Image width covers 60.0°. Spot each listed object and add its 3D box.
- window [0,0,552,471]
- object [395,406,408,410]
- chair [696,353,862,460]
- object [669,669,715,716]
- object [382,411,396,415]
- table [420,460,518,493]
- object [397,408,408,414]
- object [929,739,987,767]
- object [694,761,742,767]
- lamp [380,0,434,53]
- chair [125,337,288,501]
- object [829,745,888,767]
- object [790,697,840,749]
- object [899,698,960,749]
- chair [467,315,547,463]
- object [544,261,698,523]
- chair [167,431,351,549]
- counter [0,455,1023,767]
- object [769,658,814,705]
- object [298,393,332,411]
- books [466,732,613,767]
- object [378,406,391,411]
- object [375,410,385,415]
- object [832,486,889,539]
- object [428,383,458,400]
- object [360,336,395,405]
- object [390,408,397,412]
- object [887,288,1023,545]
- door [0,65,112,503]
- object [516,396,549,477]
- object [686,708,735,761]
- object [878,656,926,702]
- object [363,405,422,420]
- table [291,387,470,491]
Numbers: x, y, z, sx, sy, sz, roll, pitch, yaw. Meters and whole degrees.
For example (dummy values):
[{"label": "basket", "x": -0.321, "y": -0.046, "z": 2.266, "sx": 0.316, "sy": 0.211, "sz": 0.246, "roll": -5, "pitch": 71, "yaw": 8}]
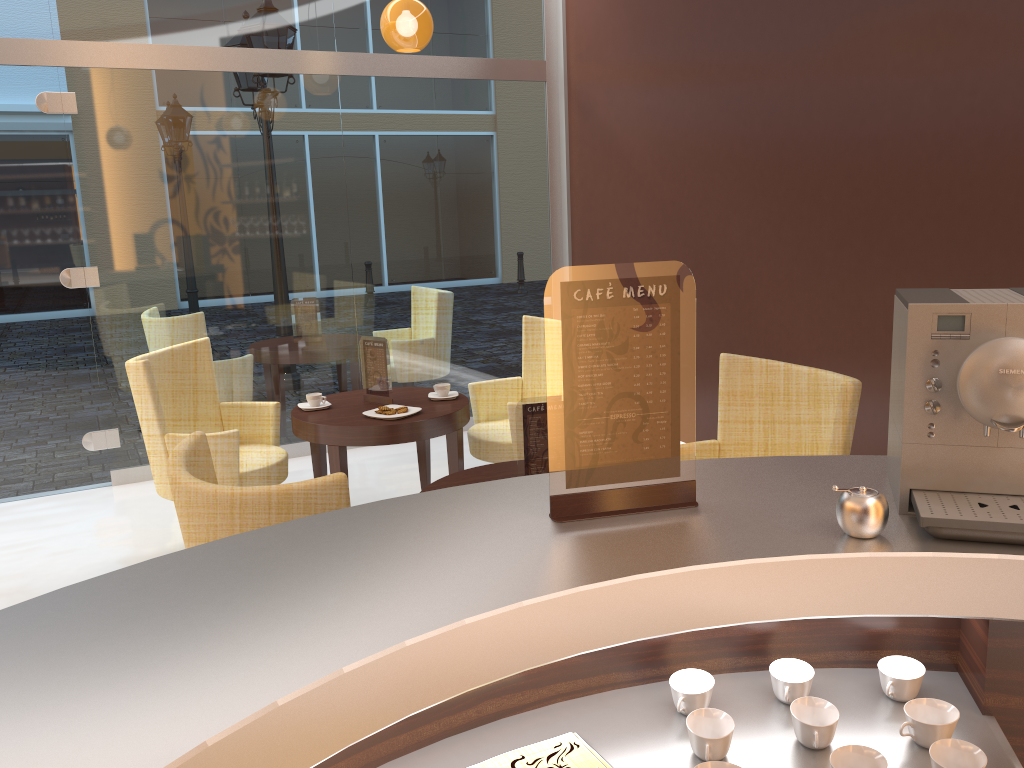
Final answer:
[{"label": "window", "x": -3.304, "y": -0.980, "z": 4.859, "sx": 8.200, "sy": 3.380, "sz": 0.040, "roll": -8, "pitch": 12, "yaw": -26}, {"label": "object", "x": -0.524, "y": 0.116, "z": 4.197, "sx": 0.051, "sy": 0.018, "sz": 0.054, "roll": -8, "pitch": 13, "yaw": -27}, {"label": "chair", "x": 0.859, "y": 0.447, "z": 3.233, "sx": 0.685, "sy": 1.017, "sz": 0.729, "roll": -6, "pitch": 12, "yaw": -19}, {"label": "object", "x": 0.284, "y": 0.491, "z": 1.391, "sx": 0.073, "sy": 0.050, "sz": 0.086, "roll": -3, "pitch": 11, "yaw": -5}, {"label": "object", "x": -0.571, "y": 0.135, "z": 4.123, "sx": 0.053, "sy": 0.014, "sz": 0.055, "roll": -13, "pitch": 15, "yaw": -42}, {"label": "table", "x": 0.128, "y": 0.699, "z": 2.977, "sx": 0.872, "sy": 0.679, "sz": 0.874, "roll": 2, "pitch": 12, "yaw": 20}, {"label": "object", "x": -0.513, "y": 0.126, "z": 4.153, "sx": 0.052, "sy": 0.018, "sz": 0.055, "roll": -3, "pitch": 11, "yaw": -2}, {"label": "object", "x": 0.595, "y": 0.520, "z": 1.183, "sx": 0.073, "sy": 0.050, "sz": 0.086, "roll": -1, "pitch": 11, "yaw": 6}, {"label": "object", "x": 0.280, "y": 0.536, "z": 1.163, "sx": 0.086, "sy": 0.050, "sz": 0.073, "roll": -5, "pitch": 12, "yaw": -15}, {"label": "lamp", "x": -0.614, "y": -2.615, "z": 4.859, "sx": 0.299, "sy": 1.500, "sz": 0.299, "roll": 5, "pitch": 13, "yaw": 31}, {"label": "chair", "x": -1.445, "y": 0.322, "z": 4.314, "sx": 0.685, "sy": 1.017, "sz": 0.729, "roll": -1, "pitch": 11, "yaw": 6}, {"label": "object", "x": 0.460, "y": 0.526, "z": 1.179, "sx": 0.073, "sy": 0.050, "sz": 0.086, "roll": 2, "pitch": 12, "yaw": 18}, {"label": "object", "x": 0.445, "y": 0.503, "z": 1.297, "sx": 0.073, "sy": 0.050, "sz": 0.086, "roll": -7, "pitch": 12, "yaw": -21}, {"label": "object", "x": 0.607, "y": 0.499, "z": 1.286, "sx": 0.073, "sy": 0.050, "sz": 0.086, "roll": 5, "pitch": 13, "yaw": 31}, {"label": "chair", "x": 0.101, "y": 0.185, "z": 4.700, "sx": 0.685, "sy": 1.017, "sz": 0.729, "roll": -7, "pitch": 12, "yaw": -23}, {"label": "object", "x": 0.182, "y": 0.010, "z": 1.459, "sx": 0.258, "sy": 0.414, "sz": 0.052, "roll": -5, "pitch": 11, "yaw": -12}, {"label": "chair", "x": -0.545, "y": 0.648, "z": 2.492, "sx": 0.729, "sy": 1.017, "sz": 0.685, "roll": 8, "pitch": 15, "yaw": 41}, {"label": "counter", "x": -0.132, "y": 0.951, "z": 0.671, "sx": 1.586, "sy": 1.100, "sz": 2.917, "roll": 2, "pitch": 12, "yaw": 18}, {"label": "object", "x": 0.447, "y": 0.480, "z": 1.412, "sx": 0.073, "sy": 0.050, "sz": 0.086, "roll": -4, "pitch": 11, "yaw": -11}, {"label": "object", "x": -0.973, "y": 0.085, "z": 4.365, "sx": 0.153, "sy": 0.069, "sz": 0.153, "roll": -8, "pitch": 12, "yaw": -25}, {"label": "books", "x": 0.053, "y": 0.553, "z": 1.230, "sx": 0.193, "sy": 0.009, "sz": 0.189, "roll": -8, "pitch": 13, "yaw": -27}, {"label": "object", "x": -0.603, "y": 0.117, "z": 4.182, "sx": 0.052, "sy": 0.016, "sz": 0.055, "roll": -8, "pitch": 13, "yaw": -26}, {"label": "object", "x": -0.609, "y": 0.132, "z": 4.149, "sx": 0.054, "sy": 0.018, "sz": 0.051, "roll": 2, "pitch": 12, "yaw": 21}, {"label": "object", "x": 0.531, "y": 0.191, "z": 1.344, "sx": 0.075, "sy": 0.077, "sz": 0.075, "roll": 5, "pitch": 13, "yaw": 32}, {"label": "object", "x": -0.348, "y": 0.037, "z": 4.483, "sx": 0.153, "sy": 0.069, "sz": 0.153, "roll": -3, "pitch": 11, "yaw": -4}, {"label": "object", "x": -0.674, "y": -0.069, "z": 4.396, "sx": 0.209, "sy": 0.335, "sz": 0.042, "roll": 7, "pitch": 14, "yaw": 38}, {"label": "object", "x": -0.571, "y": 0.126, "z": 4.189, "sx": 0.051, "sy": 0.018, "sz": 0.054, "roll": -11, "pitch": 14, "yaw": -38}, {"label": "object", "x": 0.763, "y": 0.035, "z": 1.410, "sx": 0.270, "sy": 0.340, "sz": 0.373, "roll": 2, "pitch": 12, "yaw": 18}, {"label": "door", "x": -3.284, "y": -0.490, "z": 4.956, "sx": 1.640, "sy": 2.499, "sz": 0.020, "roll": -8, "pitch": 12, "yaw": -26}, {"label": "object", "x": 0.118, "y": 0.204, "z": 2.865, "sx": 0.209, "sy": 0.335, "sz": 0.042, "roll": -5, "pitch": 11, "yaw": -12}, {"label": "object", "x": 0.288, "y": 0.513, "z": 1.278, "sx": 0.073, "sy": 0.050, "sz": 0.086, "roll": -6, "pitch": 12, "yaw": -20}, {"label": "object", "x": 0.619, "y": 0.475, "z": 1.408, "sx": 0.073, "sy": 0.050, "sz": 0.086, "roll": -1, "pitch": 11, "yaw": 6}, {"label": "object", "x": -0.561, "y": 0.135, "z": 4.163, "sx": 0.234, "sy": 0.020, "sz": 0.234, "roll": 6, "pitch": 14, "yaw": 34}, {"label": "table", "x": -0.635, "y": 0.435, "z": 4.456, "sx": 0.872, "sy": 0.679, "sz": 0.874, "roll": 2, "pitch": 12, "yaw": 20}]
